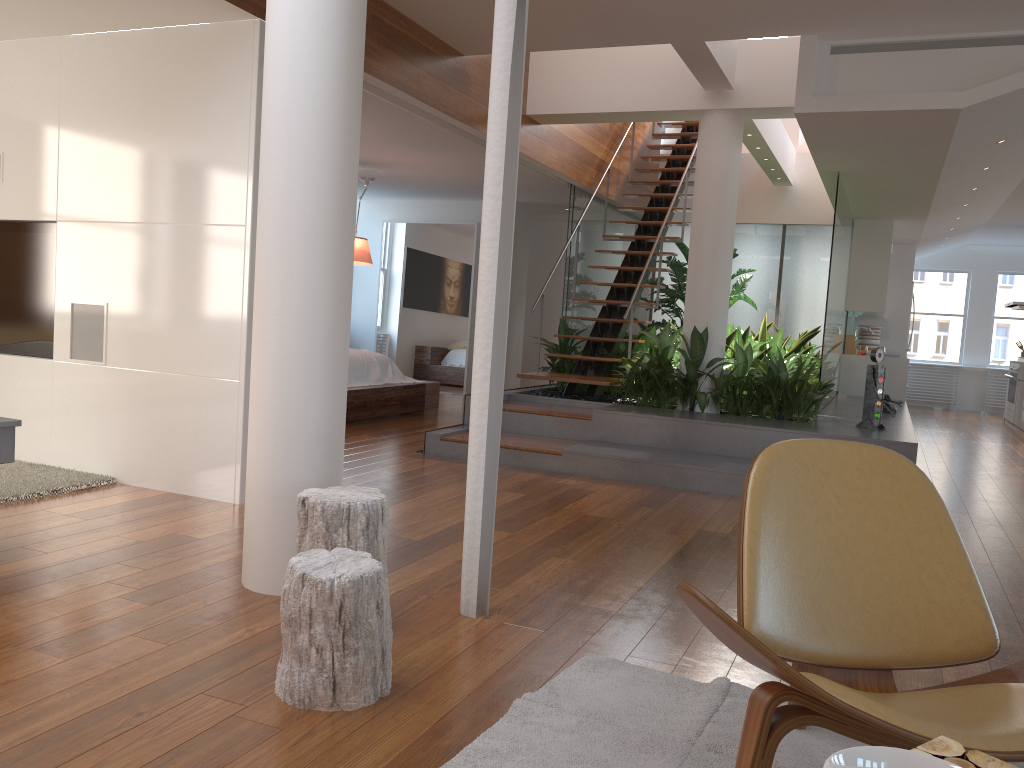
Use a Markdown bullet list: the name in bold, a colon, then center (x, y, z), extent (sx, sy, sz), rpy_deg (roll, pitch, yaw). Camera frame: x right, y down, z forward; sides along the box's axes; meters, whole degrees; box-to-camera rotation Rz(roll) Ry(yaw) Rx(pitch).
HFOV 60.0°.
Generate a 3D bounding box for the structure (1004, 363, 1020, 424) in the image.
- **structure**: center (6.617, 0.126, 11.211), extent (0.649, 0.735, 0.890), rpy_deg (6, 5, 23)

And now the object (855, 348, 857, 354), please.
- **object**: center (3.968, -0.435, 10.331), extent (0.100, 0.170, 0.173), rpy_deg (6, 5, 24)

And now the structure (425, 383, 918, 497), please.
- **structure**: center (1.917, 0.322, 8.067), extent (3.088, 0.386, 5.584), rpy_deg (6, 5, 23)

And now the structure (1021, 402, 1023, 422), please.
- **structure**: center (5.841, 0.123, 10.005), extent (0.072, 0.648, 0.644), rpy_deg (6, 5, 23)

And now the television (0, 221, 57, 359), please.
- **television**: center (-2.868, -0.541, 4.961), extent (1.075, 0.729, 0.091), rpy_deg (6, 5, 23)

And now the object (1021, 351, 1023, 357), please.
- **object**: center (6.852, -0.359, 11.585), extent (0.353, 0.157, 0.084), rpy_deg (6, 5, 23)

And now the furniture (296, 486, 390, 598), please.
- **furniture**: center (-0.512, 0.539, 2.686), extent (0.290, 0.418, 0.298), rpy_deg (3, 4, -14)

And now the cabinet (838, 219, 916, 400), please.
- **cabinet**: center (4.810, -0.707, 11.593), extent (0.676, 2.280, 4.565), rpy_deg (6, 5, 23)

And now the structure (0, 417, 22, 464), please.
- **structure**: center (-2.354, -0.099, 2.607), extent (0.844, 0.737, 1.382), rpy_deg (6, 5, 23)

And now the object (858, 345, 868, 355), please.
- **object**: center (3.881, -0.372, 9.807), extent (0.094, 0.106, 0.094), rpy_deg (6, 5, 28)

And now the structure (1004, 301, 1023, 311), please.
- **structure**: center (6.766, -1.617, 11.047), extent (0.909, 1.405, 0.900), rpy_deg (6, 5, 23)

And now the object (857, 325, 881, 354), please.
- **object**: center (4.520, -0.558, 11.234), extent (0.266, 0.356, 0.267), rpy_deg (0, 6, -41)

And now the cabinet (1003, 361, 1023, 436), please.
- **cabinet**: center (6.298, 0.195, 10.362), extent (0.597, 0.832, 2.936), rpy_deg (6, 5, 23)

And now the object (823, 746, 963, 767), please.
- **object**: center (0.345, 0.388, 0.764), extent (0.152, 0.082, 0.152), rpy_deg (2, 4, -17)

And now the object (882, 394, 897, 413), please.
- **object**: center (3.229, 0.164, 7.694), extent (0.216, 0.155, 0.181), rpy_deg (3, 4, -13)

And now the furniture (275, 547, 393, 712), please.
- **furniture**: center (-0.450, 0.617, 2.278), extent (0.294, 0.333, 0.292), rpy_deg (3, 4, -7)

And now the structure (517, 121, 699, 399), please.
- **structure**: center (2.117, -1.802, 8.601), extent (2.552, 4.265, 4.591), rpy_deg (6, 5, 23)

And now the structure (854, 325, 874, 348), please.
- **structure**: center (4.245, -0.444, 10.753), extent (0.248, 0.536, 0.115), rpy_deg (6, 5, 23)

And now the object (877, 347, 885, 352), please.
- **object**: center (4.029, -0.354, 9.694), extent (0.094, 0.106, 0.094), rpy_deg (6, 5, 28)

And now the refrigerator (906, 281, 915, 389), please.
- **refrigerator**: center (5.137, -0.521, 12.271), extent (0.725, 1.772, 0.908), rpy_deg (6, 5, 23)

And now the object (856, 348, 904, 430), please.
- **object**: center (2.558, 0.038, 6.107), extent (0.134, 0.565, 0.318), rpy_deg (1, 5, -31)

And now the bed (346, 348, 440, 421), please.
- **bed**: center (-2.210, -0.083, 8.304), extent (2.314, 0.595, 2.207), rpy_deg (6, 5, 23)

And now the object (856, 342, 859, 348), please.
- **object**: center (4.634, -0.496, 11.608), extent (0.284, 0.196, 0.265), rpy_deg (2, 5, -25)

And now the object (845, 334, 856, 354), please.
- **object**: center (3.860, -0.450, 10.107), extent (0.104, 0.222, 0.200), rpy_deg (6, 5, 23)

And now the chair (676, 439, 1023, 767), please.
- **chair**: center (0.808, 0.546, 1.700), extent (0.856, 0.752, 0.867), rpy_deg (6, 5, 28)

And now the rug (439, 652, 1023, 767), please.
- **rug**: center (0.980, 0.997, 0.315), extent (3.525, 0.057, 3.478), rpy_deg (6, 5, 27)

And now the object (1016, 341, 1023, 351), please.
- **object**: center (6.716, -0.435, 11.647), extent (0.199, 0.259, 0.016), rpy_deg (7, 5, 33)

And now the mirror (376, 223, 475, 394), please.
- **mirror**: center (-1.100, -0.955, 10.958), extent (1.267, 2.044, 0.049), rpy_deg (6, 5, 23)

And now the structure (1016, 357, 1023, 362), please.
- **structure**: center (6.688, -0.294, 11.173), extent (0.520, 0.073, 0.650), rpy_deg (6, 5, 23)

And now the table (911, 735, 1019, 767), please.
- **table**: center (0.462, 0.708, 0.708), extent (0.489, 0.534, 0.548), rpy_deg (0, 5, -37)
